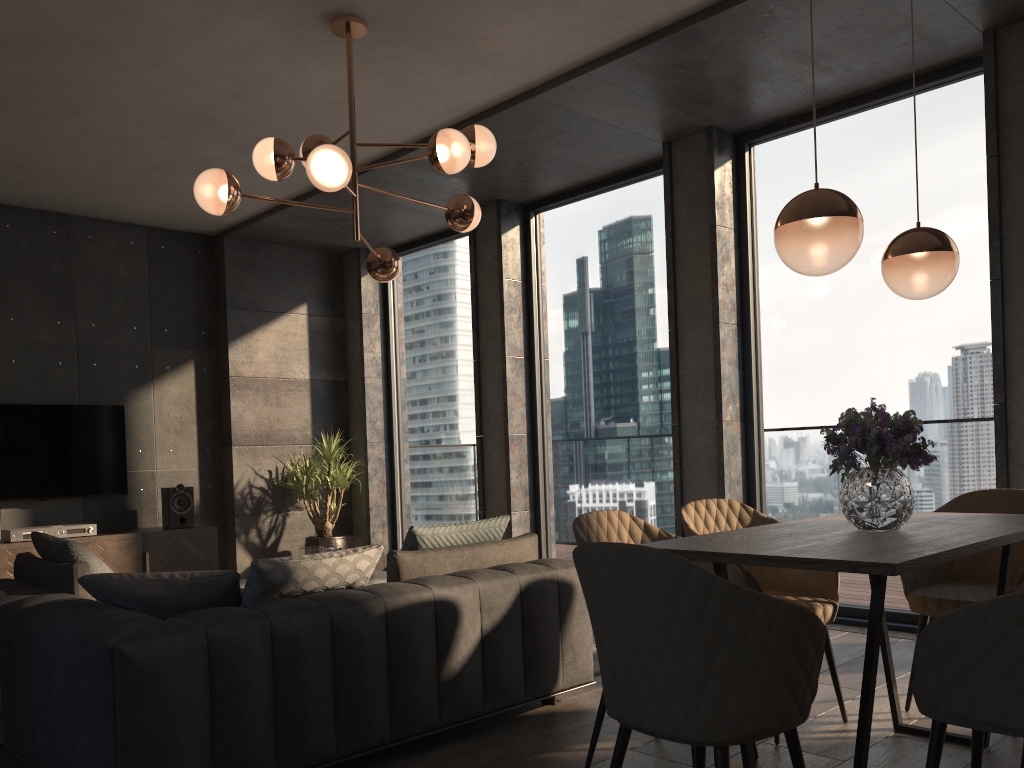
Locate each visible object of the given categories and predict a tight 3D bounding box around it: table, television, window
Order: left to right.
[{"bbox_3d":[-3.583,0.523,6.695,1.265,0.736,0.057,1,-2,-44],"label":"television"},{"bbox_3d":[-1.158,1.354,5.408,0.930,0.309,0.933,2,-6,-43],"label":"table"},{"bbox_3d":[1.350,-0.046,5.732,0.199,2.998,7.287,-3,-2,-44],"label":"window"},{"bbox_3d":[1.133,0.838,2.753,1.466,0.769,0.771,1,-4,-44],"label":"table"}]

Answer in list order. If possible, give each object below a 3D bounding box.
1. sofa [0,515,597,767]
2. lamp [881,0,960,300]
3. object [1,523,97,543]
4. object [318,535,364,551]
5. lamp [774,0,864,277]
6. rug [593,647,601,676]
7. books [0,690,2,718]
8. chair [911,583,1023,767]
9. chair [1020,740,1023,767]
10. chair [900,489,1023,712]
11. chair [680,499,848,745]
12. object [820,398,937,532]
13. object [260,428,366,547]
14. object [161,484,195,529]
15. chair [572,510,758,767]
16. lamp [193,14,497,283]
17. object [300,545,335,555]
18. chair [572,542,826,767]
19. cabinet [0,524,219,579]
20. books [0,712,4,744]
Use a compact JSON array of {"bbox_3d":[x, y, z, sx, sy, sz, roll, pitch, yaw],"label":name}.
[{"bbox_3d":[-1.356,1.024,4.059,2.023,0.783,2.919,2,-6,-44],"label":"sofa"},{"bbox_3d":[1.344,-1.054,2.954,0.238,1.545,0.239,-2,1,-38],"label":"lamp"},{"bbox_3d":[-3.384,1.088,6.463,0.573,0.087,0.271,2,-6,-43],"label":"object"},{"bbox_3d":[-1.040,1.063,5.395,0.199,0.261,0.197,-1,-2,-44],"label":"object"},{"bbox_3d":[0.836,-1.075,2.472,0.239,1.545,0.238,-2,1,22],"label":"lamp"},{"bbox_3d":[-1.033,1.470,4.935,1.729,0.020,3.153,2,-6,-43],"label":"rug"},{"bbox_3d":[-2.144,1.222,3.581,0.079,0.353,0.569,-2,-2,-44],"label":"books"},{"bbox_3d":[1.240,0.746,2.077,0.554,0.836,0.511,-1,-1,-44],"label":"chair"},{"bbox_3d":[1.726,0.763,2.509,0.511,0.836,0.554,-3,-1,41],"label":"chair"},{"bbox_3d":[1.798,0.831,3.383,0.509,0.836,0.556,-1,-1,-39],"label":"chair"},{"bbox_3d":[0.943,0.860,3.358,0.554,0.836,0.511,-1,-1,-34],"label":"chair"},{"bbox_3d":[1.125,0.246,2.717,0.328,0.409,0.298,-2,-1,17],"label":"object"},{"bbox_3d":[-1.744,1.054,7.837,0.951,1.360,1.026,-2,-1,-12],"label":"object"},{"bbox_3d":[-2.689,0.981,7.110,0.198,0.354,0.249,-2,-1,-34],"label":"object"},{"bbox_3d":[0.503,0.842,2.935,0.511,0.836,0.554,-3,-1,41],"label":"chair"},{"bbox_3d":[-0.621,-1.142,4.123,1.016,1.037,1.465,-3,-3,23],"label":"lamp"},{"bbox_3d":[-1.143,1.072,5.204,0.148,0.220,0.150,-1,-1,-44],"label":"object"},{"bbox_3d":[0.449,0.779,2.139,0.509,0.836,0.556,-1,-1,-39],"label":"chair"},{"bbox_3d":[-3.421,1.413,6.517,2.407,0.550,0.542,2,-4,-44],"label":"cabinet"},{"bbox_3d":[-2.129,1.221,3.593,0.068,0.354,0.569,-2,-2,-44],"label":"books"}]
